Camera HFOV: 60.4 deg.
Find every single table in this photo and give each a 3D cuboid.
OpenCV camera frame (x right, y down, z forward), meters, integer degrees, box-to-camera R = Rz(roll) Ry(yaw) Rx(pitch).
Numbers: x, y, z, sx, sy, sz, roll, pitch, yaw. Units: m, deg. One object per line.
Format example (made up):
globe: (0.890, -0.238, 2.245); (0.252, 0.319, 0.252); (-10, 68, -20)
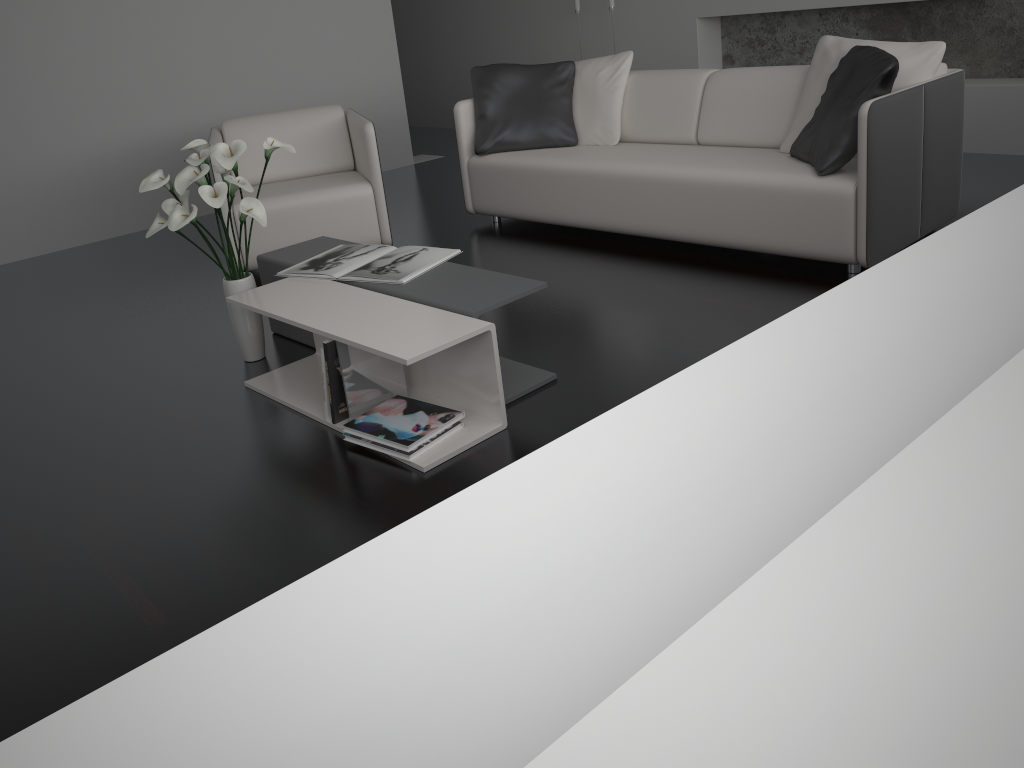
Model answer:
table: (-0.416, -0.252, 3.031); (0.305, 0.302, 1.277); (-23, 28, -37)
table: (-0.469, -0.080, 2.648); (0.305, 0.303, 0.983); (-24, 28, -38)

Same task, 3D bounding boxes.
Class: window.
window: (0.848, -0.881, 0.721); (8.231, 1.381, 0.112); (-25, 25, -37)

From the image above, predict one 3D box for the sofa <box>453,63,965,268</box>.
sofa: (0.811, -1.121, 4.181); (0.940, 0.637, 2.273); (-24, 29, -38)

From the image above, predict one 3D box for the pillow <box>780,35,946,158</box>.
pillow: (1.421, -1.170, 3.625); (0.304, 0.489, 0.599); (-20, 25, -32)

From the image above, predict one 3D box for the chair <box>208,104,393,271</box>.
chair: (-1.101, -1.041, 4.506); (0.772, 0.638, 0.949); (-12, 22, -14)

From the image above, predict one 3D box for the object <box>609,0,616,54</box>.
object: (0.760, -2.457, 6.496); (0.184, 1.346, 0.183); (-21, 23, -37)

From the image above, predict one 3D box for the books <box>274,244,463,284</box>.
books: (-0.495, -0.423, 3.046); (0.551, 0.016, 0.371); (7, 27, 28)

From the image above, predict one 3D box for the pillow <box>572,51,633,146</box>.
pillow: (0.372, -1.491, 4.691); (0.590, 0.482, 0.332); (10, 26, 37)

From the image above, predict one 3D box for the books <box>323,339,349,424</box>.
books: (-0.438, -0.042, 2.576); (0.239, 0.254, 0.051); (-24, 25, -39)

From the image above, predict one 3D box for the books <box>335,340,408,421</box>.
books: (-0.406, -0.051, 2.565); (0.210, 0.274, 0.007); (-24, 25, -39)

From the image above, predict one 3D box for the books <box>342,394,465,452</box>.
books: (-0.304, 0.104, 2.462); (0.266, 0.016, 0.234); (12, 30, 37)

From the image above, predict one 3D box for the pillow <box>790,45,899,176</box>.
pillow: (1.292, -1.059, 3.395); (0.333, 0.421, 0.573); (-5, 22, 6)

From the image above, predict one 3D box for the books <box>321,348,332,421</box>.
books: (-0.460, -0.036, 2.600); (0.232, 0.230, 0.070); (-24, 25, -39)

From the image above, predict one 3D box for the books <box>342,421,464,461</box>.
books: (-0.302, 0.130, 2.443); (0.266, 0.016, 0.219); (12, 30, 37)

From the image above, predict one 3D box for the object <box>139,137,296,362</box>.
object: (-0.949, -0.418, 2.967); (0.379, 0.769, 0.461); (5, 23, 32)

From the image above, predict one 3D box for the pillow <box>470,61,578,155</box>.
pillow: (0.069, -1.461, 4.623); (0.565, 0.434, 0.288); (-5, 20, 4)

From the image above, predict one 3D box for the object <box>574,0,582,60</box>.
object: (0.541, -2.602, 6.888); (0.184, 1.346, 0.183); (-21, 23, -37)
